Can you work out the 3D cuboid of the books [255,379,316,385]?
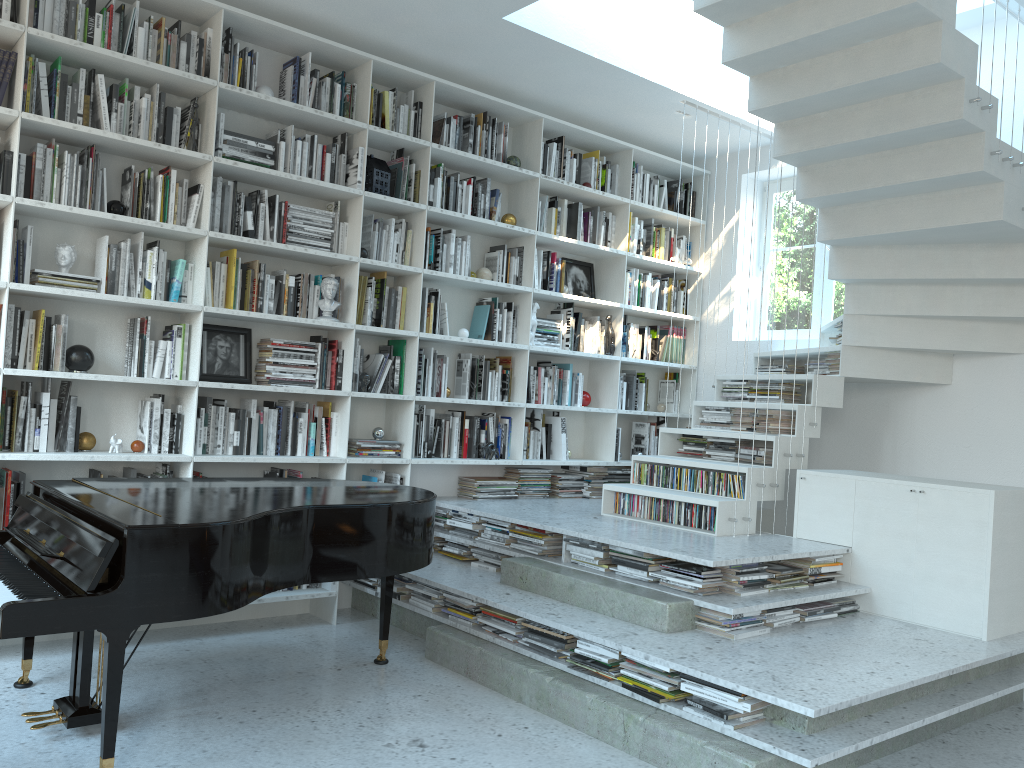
[{"bbox_3d":[-1.233,-0.013,4.823,0.285,0.012,0.159,5,-2,-44],"label":"books"}]

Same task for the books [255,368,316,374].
[{"bbox_3d":[-1.235,-0.072,4.831,0.285,0.012,0.159,5,-2,-38],"label":"books"}]

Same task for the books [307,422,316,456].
[{"bbox_3d":[-1.136,0.301,4.900,0.023,0.183,0.169,4,-1,-39],"label":"books"}]

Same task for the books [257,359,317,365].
[{"bbox_3d":[-1.226,-0.120,4.825,0.285,0.012,0.159,5,-2,-34],"label":"books"}]

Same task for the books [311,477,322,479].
[{"bbox_3d":[-1.081,0.646,4.915,0.022,0.249,0.130,4,-1,-39],"label":"books"}]

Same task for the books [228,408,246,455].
[{"bbox_3d":[-1.448,0.248,4.648,0.029,0.238,0.165,4,-1,-39],"label":"books"}]

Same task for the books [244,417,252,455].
[{"bbox_3d":[-1.418,0.271,4.670,0.023,0.196,0.165,4,-1,-39],"label":"books"}]

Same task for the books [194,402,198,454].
[{"bbox_3d":[-1.634,0.213,4.506,0.011,0.275,0.145,4,-1,-39],"label":"books"}]

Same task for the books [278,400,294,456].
[{"bbox_3d":[-1.239,0.236,4.824,0.012,0.296,0.177,4,-1,-39],"label":"books"}]

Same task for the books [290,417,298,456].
[{"bbox_3d":[-1.226,0.282,4.833,0.024,0.207,0.183,4,-1,-39],"label":"books"}]

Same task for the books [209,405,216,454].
[{"bbox_3d":[-1.569,0.233,4.576,0.024,0.247,0.132,4,-1,-39],"label":"books"}]

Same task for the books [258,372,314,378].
[{"bbox_3d":[-1.231,-0.049,4.824,0.254,0.012,0.161,5,-2,-44],"label":"books"}]

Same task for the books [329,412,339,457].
[{"bbox_3d":[-1.033,0.278,4.979,0.033,0.246,0.176,4,-1,-39],"label":"books"}]

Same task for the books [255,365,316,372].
[{"bbox_3d":[-1.233,-0.084,4.830,0.285,0.012,0.159,5,-2,-37],"label":"books"}]

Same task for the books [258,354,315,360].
[{"bbox_3d":[-1.228,-0.144,4.829,0.254,0.012,0.161,5,-2,-42],"label":"books"}]

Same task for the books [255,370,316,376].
[{"bbox_3d":[-1.238,-0.060,4.833,0.285,0.012,0.159,5,-2,-39],"label":"books"}]

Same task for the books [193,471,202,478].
[{"bbox_3d":[-1.599,0.584,4.466,0.012,0.284,0.137,4,-1,-39],"label":"books"}]

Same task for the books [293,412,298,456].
[{"bbox_3d":[-1.217,0.269,4.854,0.014,0.235,0.154,4,-1,-39],"label":"books"}]

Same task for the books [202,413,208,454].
[{"bbox_3d":[-1.602,0.250,4.535,0.024,0.208,0.170,4,-1,-39],"label":"books"}]

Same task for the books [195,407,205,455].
[{"bbox_3d":[-1.614,0.236,4.510,0.027,0.234,0.167,4,-1,-39],"label":"books"}]

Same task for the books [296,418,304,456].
[{"bbox_3d":[-1.196,0.286,4.857,0.023,0.204,0.167,4,-1,-39],"label":"books"}]

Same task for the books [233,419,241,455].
[{"bbox_3d":[-1.468,0.273,4.623,0.029,0.184,0.174,4,-1,-39],"label":"books"}]

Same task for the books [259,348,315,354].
[{"bbox_3d":[-1.224,-0.181,4.828,0.254,0.012,0.161,5,-2,-43],"label":"books"}]

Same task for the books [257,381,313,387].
[{"bbox_3d":[-1.238,-0.001,4.828,0.254,0.012,0.161,5,-2,-37],"label":"books"}]

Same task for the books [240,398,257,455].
[{"bbox_3d":[-1.404,0.225,4.697,0.026,0.291,0.152,4,-1,-39],"label":"books"}]

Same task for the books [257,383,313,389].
[{"bbox_3d":[-1.236,0.012,4.825,0.254,0.012,0.161,5,-2,-43],"label":"books"}]

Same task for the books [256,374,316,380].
[{"bbox_3d":[-1.232,-0.036,4.823,0.285,0.012,0.159,5,-2,-34],"label":"books"}]

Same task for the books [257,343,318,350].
[{"bbox_3d":[-1.221,-0.205,4.826,0.285,0.012,0.159,5,-2,-44],"label":"books"}]

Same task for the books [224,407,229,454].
[{"bbox_3d":[-1.520,0.239,4.614,0.021,0.244,0.141,4,-1,-39],"label":"books"}]

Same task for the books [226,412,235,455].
[{"bbox_3d":[-1.489,0.254,4.611,0.023,0.217,0.174,4,-1,-39],"label":"books"}]

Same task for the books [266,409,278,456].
[{"bbox_3d":[-1.317,0.255,4.756,0.026,0.245,0.191,4,-1,-39],"label":"books"}]

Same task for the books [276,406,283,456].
[{"bbox_3d":[-1.288,0.250,4.788,0.010,0.261,0.181,4,-1,-39],"label":"books"}]

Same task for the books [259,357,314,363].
[{"bbox_3d":[-1.228,-0.132,4.829,0.254,0.012,0.161,5,-2,-36],"label":"books"}]

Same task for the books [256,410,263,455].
[{"bbox_3d":[-1.366,0.255,4.731,0.031,0.237,0.159,4,-1,-39],"label":"books"}]

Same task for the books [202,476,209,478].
[{"bbox_3d":[-1.562,0.599,4.479,0.021,0.259,0.169,4,-1,-39],"label":"books"}]

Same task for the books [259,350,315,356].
[{"bbox_3d":[-1.226,-0.168,4.829,0.254,0.012,0.161,5,-2,-42],"label":"books"}]

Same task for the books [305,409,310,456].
[{"bbox_3d":[-1.164,0.263,4.907,0.014,0.256,0.145,4,-1,-39],"label":"books"}]

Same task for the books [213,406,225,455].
[{"bbox_3d":[-1.538,0.236,4.579,0.027,0.245,0.179,4,-1,-39],"label":"books"}]

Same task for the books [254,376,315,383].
[{"bbox_3d":[-1.238,-0.025,4.831,0.285,0.012,0.159,5,-2,-40],"label":"books"}]

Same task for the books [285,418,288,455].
[{"bbox_3d":[-1.261,0.282,4.821,0.021,0.202,0.128,4,-1,-39],"label":"books"}]

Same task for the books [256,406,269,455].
[{"bbox_3d":[-1.354,0.248,4.760,0.025,0.254,0.136,4,-1,-39],"label":"books"}]

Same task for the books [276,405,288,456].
[{"bbox_3d":[-1.269,0.249,4.795,0.028,0.264,0.161,4,-1,-39],"label":"books"}]

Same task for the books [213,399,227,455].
[{"bbox_3d":[-1.520,0.219,4.589,0.013,0.282,0.166,4,-1,-39],"label":"books"}]

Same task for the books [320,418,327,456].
[{"bbox_3d":[-1.083,0.291,4.945,0.042,0.212,0.169,4,-1,-39],"label":"books"}]

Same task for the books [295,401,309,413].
[{"bbox_3d":[-1.169,0.244,4.893,0.014,0.293,0.137,4,-1,-39],"label":"books"}]

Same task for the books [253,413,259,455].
[{"bbox_3d":[-1.392,0.262,4.719,0.025,0.220,0.140,4,-1,-39],"label":"books"}]

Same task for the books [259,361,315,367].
[{"bbox_3d":[-1.227,-0.107,4.825,0.254,0.012,0.161,5,-2,-44],"label":"books"}]

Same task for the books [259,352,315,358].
[{"bbox_3d":[-1.226,-0.156,4.827,0.254,0.012,0.161,5,-2,-43],"label":"books"}]

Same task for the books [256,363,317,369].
[{"bbox_3d":[-1.228,-0.096,4.824,0.285,0.012,0.159,5,-2,-34],"label":"books"}]

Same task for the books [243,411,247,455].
[{"bbox_3d":[-1.438,0.253,4.669,0.013,0.230,0.138,4,-1,-39],"label":"books"}]

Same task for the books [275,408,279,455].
[{"bbox_3d":[-1.303,0.254,4.790,0.011,0.251,0.158,4,-1,-39],"label":"books"}]

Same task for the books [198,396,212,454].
[{"bbox_3d":[-1.591,0.210,4.565,0.027,0.290,0.140,4,-1,-39],"label":"books"}]

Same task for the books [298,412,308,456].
[{"bbox_3d":[-1.177,0.272,4.872,0.023,0.234,0.174,4,-1,-39],"label":"books"}]

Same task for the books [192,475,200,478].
[{"bbox_3d":[-1.612,0.592,4.463,0.011,0.266,0.152,4,-1,-39],"label":"books"}]

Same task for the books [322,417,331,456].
[{"bbox_3d":[-1.063,0.291,4.963,0.011,0.216,0.166,4,-1,-39],"label":"books"}]

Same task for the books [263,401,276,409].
[{"bbox_3d":[-1.316,0.235,4.787,0.014,0.286,0.134,4,-1,-39],"label":"books"}]

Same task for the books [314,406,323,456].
[{"bbox_3d":[-1.114,0.259,4.932,0.026,0.272,0.175,4,-1,-39],"label":"books"}]

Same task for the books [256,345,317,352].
[{"bbox_3d":[-1.226,-0.193,4.831,0.285,0.012,0.159,5,-2,-37],"label":"books"}]
